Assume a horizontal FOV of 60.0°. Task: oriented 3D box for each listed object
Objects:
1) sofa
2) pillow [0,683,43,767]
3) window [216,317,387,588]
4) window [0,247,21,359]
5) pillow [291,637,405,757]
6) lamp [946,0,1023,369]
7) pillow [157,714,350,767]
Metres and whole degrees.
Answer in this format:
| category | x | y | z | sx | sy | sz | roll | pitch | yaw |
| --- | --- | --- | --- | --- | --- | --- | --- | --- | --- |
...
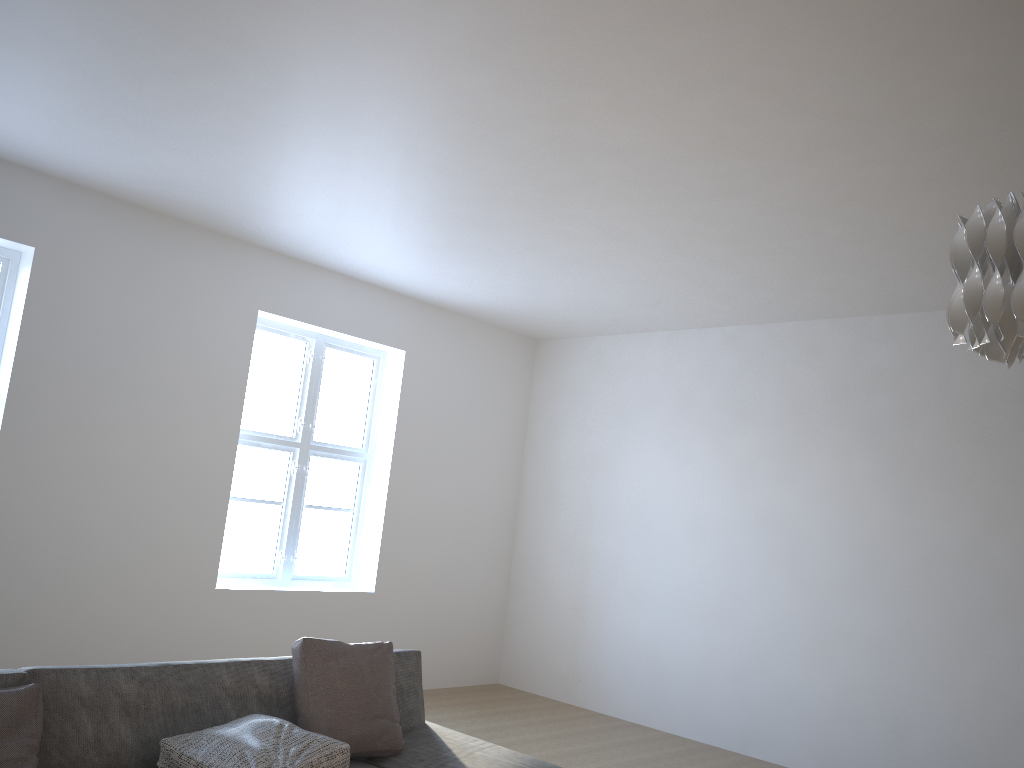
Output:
| category | x | y | z | sx | sy | sz | roll | pitch | yaw |
| --- | --- | --- | --- | --- | --- | --- | --- | --- | --- |
| sofa | -0.836 | 1.187 | 2.173 | 1.555 | 0.771 | 2.637 | -2 | -12 | 43 |
| pillow | -1.343 | 0.919 | 2.154 | 0.415 | 0.310 | 0.337 | 14 | -11 | -41 |
| window | -1.437 | 0.496 | 5.986 | 0.077 | 1.706 | 1.203 | -1 | -11 | 43 |
| window | -3.130 | 0.030 | 4.186 | 0.077 | 1.706 | 1.203 | -1 | -11 | 43 |
| pillow | -0.562 | 1.082 | 3.064 | 0.242 | 0.389 | 0.427 | -1 | -11 | 44 |
| lamp | 1.131 | -0.568 | 1.868 | 0.355 | 1.063 | 0.355 | 7 | -8 | -4 |
| pillow | -0.739 | 1.096 | 2.575 | 0.405 | 0.194 | 0.405 | 2 | -10 | 30 |
